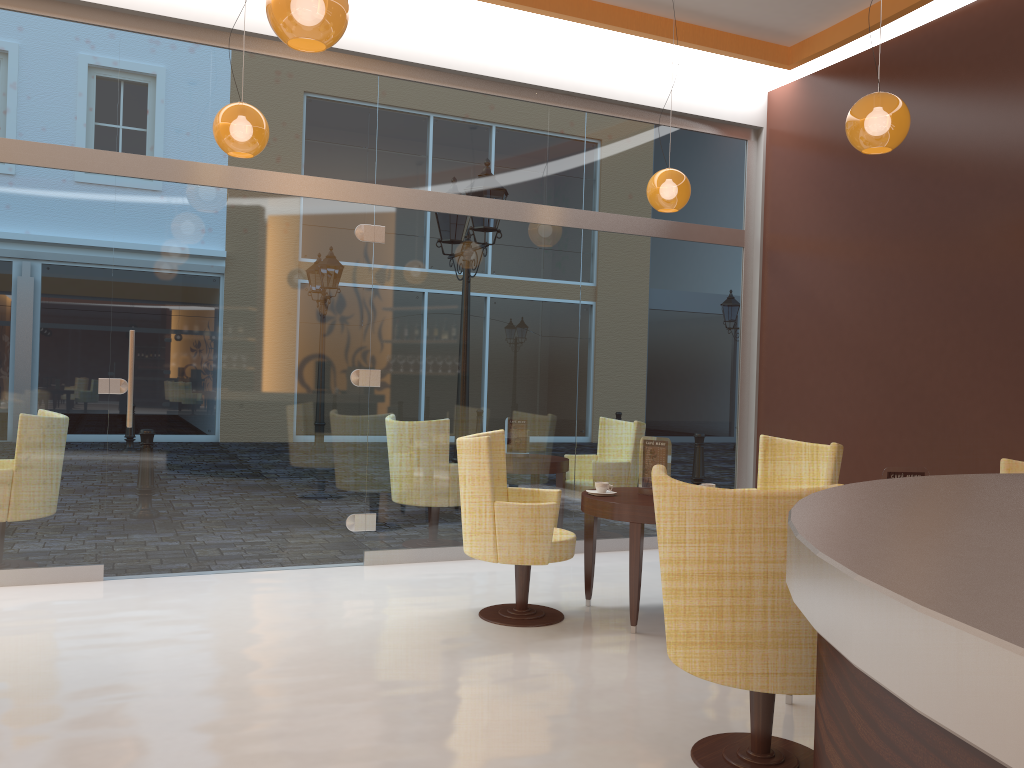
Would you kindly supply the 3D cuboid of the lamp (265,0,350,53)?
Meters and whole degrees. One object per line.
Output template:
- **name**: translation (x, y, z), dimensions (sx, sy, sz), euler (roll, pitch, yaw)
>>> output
- **lamp**: translation (-0.723, -1.981, 3.226), dimensions (0.299, 1.500, 0.299), euler (2, 0, -14)

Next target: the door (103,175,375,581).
- **door**: translation (-1.738, -0.014, 5.813), dimensions (1.640, 2.499, 0.020), euler (2, 0, -24)

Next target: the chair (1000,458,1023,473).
- **chair**: translation (2.279, 0.856, 3.782), dimensions (0.685, 1.017, 0.729), euler (2, 0, -17)

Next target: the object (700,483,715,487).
- **object**: translation (1.137, 0.614, 5.133), dimensions (0.153, 0.069, 0.153), euler (2, 0, -2)

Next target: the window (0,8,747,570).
- **window**: translation (-1.722, -0.513, 5.813), dimensions (8.200, 3.380, 0.040), euler (2, 0, -24)

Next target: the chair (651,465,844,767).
- **chair**: translation (0.846, 0.812, 3.072), dimensions (0.729, 1.017, 0.685), euler (2, 0, 44)

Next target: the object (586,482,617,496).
- **object**: translation (0.508, 0.595, 5.033), dimensions (0.153, 0.069, 0.153), euler (2, 0, -24)

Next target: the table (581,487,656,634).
- **table**: translation (0.821, 0.978, 5.042), dimensions (0.872, 0.679, 0.874), euler (2, 0, 22)

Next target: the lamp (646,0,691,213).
- **lamp**: translation (1.083, -1.926, 6.021), dimensions (0.299, 1.500, 0.299), euler (2, 0, 33)

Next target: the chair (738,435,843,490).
- **chair**: translation (1.580, 0.833, 5.300), dimensions (0.685, 1.017, 0.729), euler (2, 0, -21)

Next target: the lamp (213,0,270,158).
- **lamp**: translation (-1.466, -2.005, 4.865), dimensions (0.299, 1.500, 0.299), euler (2, 0, 40)

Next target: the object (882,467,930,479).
- **object**: translation (1.550, 0.495, 3.497), dimensions (0.209, 0.335, 0.042), euler (2, 0, -11)

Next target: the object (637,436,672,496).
- **object**: translation (0.819, 0.471, 5.081), dimensions (0.209, 0.335, 0.042), euler (2, 0, 41)

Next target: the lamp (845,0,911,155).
- **lamp**: translation (1.826, -1.902, 4.382), dimensions (0.299, 1.500, 0.299), euler (2, 0, 44)

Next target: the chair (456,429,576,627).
- **chair**: translation (0.018, 0.784, 4.956), dimensions (0.685, 1.017, 0.729), euler (2, 0, 8)

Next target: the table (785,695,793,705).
- **table**: translation (1.524, 1.002, 3.511), dimensions (0.872, 0.679, 0.874), euler (2, 0, 22)

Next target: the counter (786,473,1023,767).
- **counter**: translation (1.189, 0.783, 1.211), dimensions (1.586, 1.100, 2.917), euler (2, 0, 21)
